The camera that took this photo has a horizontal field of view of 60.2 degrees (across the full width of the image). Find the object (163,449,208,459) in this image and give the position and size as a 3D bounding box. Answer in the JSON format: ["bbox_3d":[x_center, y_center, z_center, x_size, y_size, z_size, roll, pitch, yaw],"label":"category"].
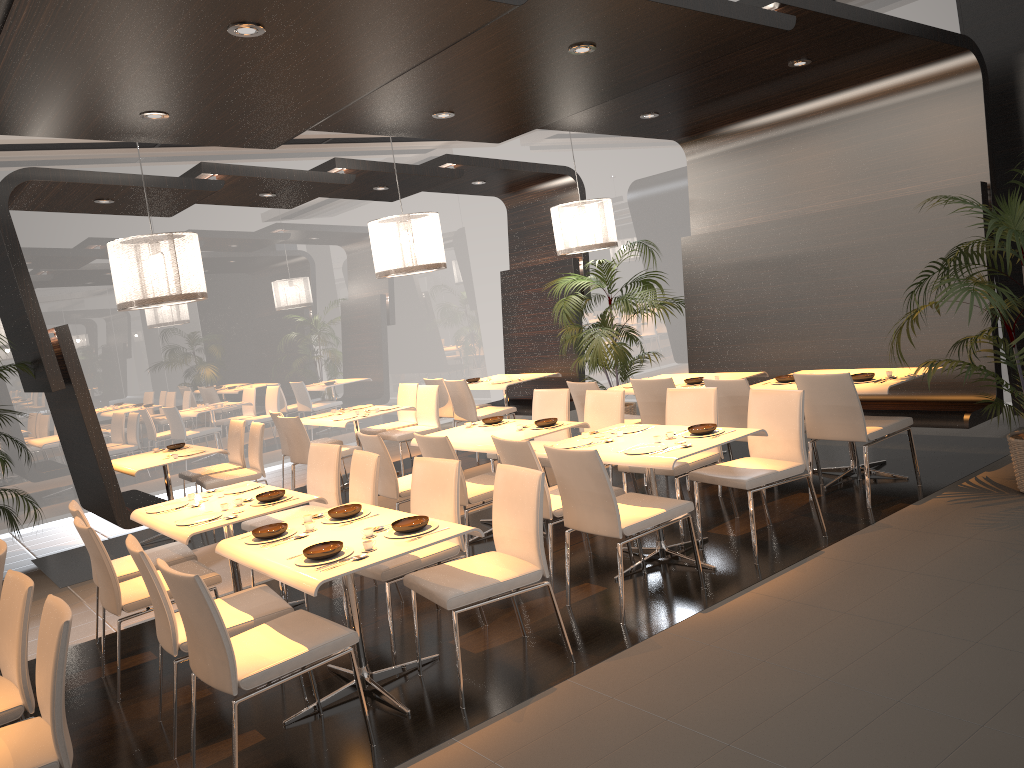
[{"bbox_3d":[-2.866,0.601,7.721,0.375,0.038,0.337,-3,8,42],"label":"object"}]

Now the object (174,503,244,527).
[{"bbox_3d":[-1.645,0.714,4.825,0.337,0.038,0.375,-14,8,-42],"label":"object"}]

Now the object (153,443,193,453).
[{"bbox_3d":[-3.159,0.592,8.217,0.306,0.044,0.364,-13,7,-37],"label":"object"}]

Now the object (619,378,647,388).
[{"bbox_3d":[1.151,-0.013,7.693,0.337,0.038,0.375,-14,8,-42],"label":"object"}]

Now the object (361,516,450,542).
[{"bbox_3d":[-0.484,0.630,3.888,0.306,0.044,0.364,-13,7,-37],"label":"object"}]

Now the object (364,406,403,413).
[{"bbox_3d":[-1.317,0.242,8.895,0.375,0.038,0.337,-3,8,42],"label":"object"}]

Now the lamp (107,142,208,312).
[{"bbox_3d":[-2.712,-1.533,6.489,0.628,1.926,0.627,-9,2,-8],"label":"lamp"}]

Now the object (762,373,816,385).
[{"bbox_3d":[2.080,-0.041,6.558,0.306,0.044,0.364,-13,7,-37],"label":"object"}]

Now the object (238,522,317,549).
[{"bbox_3d":[-1.101,0.695,4.170,0.306,0.044,0.364,-13,7,-37],"label":"object"}]

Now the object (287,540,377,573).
[{"bbox_3d":[-0.742,0.692,3.666,0.306,0.044,0.364,-13,7,-37],"label":"object"}]

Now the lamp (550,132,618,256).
[{"bbox_3d":[0.628,-2.308,9.015,0.627,1.926,0.627,-9,2,-4],"label":"lamp"}]

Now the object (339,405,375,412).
[{"bbox_3d":[-1.671,0.244,9.397,0.375,0.038,0.337,-3,8,42],"label":"object"}]

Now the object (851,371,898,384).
[{"bbox_3d":[2.449,-0.048,6.079,0.306,0.044,0.364,-13,7,-37],"label":"object"}]

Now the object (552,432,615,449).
[{"bbox_3d":[0.433,0.340,5.351,0.337,0.038,0.375,-14,8,-42],"label":"object"}]

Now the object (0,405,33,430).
[{"bbox_3d":[-5.175,0.685,7.536,1.556,2.055,1.514,-8,3,15],"label":"object"}]

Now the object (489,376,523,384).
[{"bbox_3d":[-0.049,-0.046,9.786,0.337,0.038,0.375,-14,8,-42],"label":"object"}]

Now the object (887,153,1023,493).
[{"bbox_3d":[3.092,-0.353,5.295,1.558,2.055,1.513,-8,3,9],"label":"object"}]

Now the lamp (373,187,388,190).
[{"bbox_3d":[-1.392,-2.087,9.366,0.162,0.055,0.161,-14,7,-42],"label":"lamp"}]

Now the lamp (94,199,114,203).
[{"bbox_3d":[-3.565,-1.610,7.725,0.161,0.054,0.160,-12,6,-31],"label":"lamp"}]

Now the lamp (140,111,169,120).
[{"bbox_3d":[-2.076,-1.571,5.128,0.161,0.050,0.160,-14,7,-42],"label":"lamp"}]

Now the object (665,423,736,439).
[{"bbox_3d":[1.054,0.271,5.072,0.306,0.044,0.364,-13,7,-37],"label":"object"}]

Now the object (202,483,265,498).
[{"bbox_3d":[-1.770,0.657,5.563,0.375,0.038,0.337,-3,8,42],"label":"object"}]

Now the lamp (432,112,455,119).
[{"bbox_3d":[-0.492,-1.938,6.326,0.162,0.050,0.161,-12,6,-31],"label":"lamp"}]

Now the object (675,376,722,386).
[{"bbox_3d":[1.532,-0.027,7.229,0.306,0.044,0.364,-13,7,-37],"label":"object"}]

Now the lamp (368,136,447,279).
[{"bbox_3d":[-1.029,-1.923,7.761,0.628,1.926,0.627,-9,2,-8],"label":"lamp"}]

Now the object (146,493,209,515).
[{"bbox_3d":[-2.010,0.719,5.317,0.337,0.038,0.375,-14,8,-42],"label":"object"}]

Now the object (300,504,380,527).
[{"bbox_3d":[-0.857,0.640,4.347,0.306,0.044,0.364,-13,7,-37],"label":"object"}]

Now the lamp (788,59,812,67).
[{"bbox_3d":[2.074,-2.329,6.377,0.162,0.050,0.161,-12,6,-31],"label":"lamp"}]

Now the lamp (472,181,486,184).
[{"bbox_3d":[-0.384,-2.320,10.128,0.162,0.055,0.161,-14,7,-42],"label":"lamp"}]

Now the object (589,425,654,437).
[{"bbox_3d":[0.669,0.283,5.553,0.375,0.038,0.337,-3,8,42],"label":"object"}]

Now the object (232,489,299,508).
[{"bbox_3d":[-1.415,0.652,5.053,0.306,0.044,0.364,-13,7,-37],"label":"object"}]

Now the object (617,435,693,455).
[{"bbox_3d":[0.798,0.335,4.860,0.337,0.038,0.375,-14,8,-42],"label":"object"}]

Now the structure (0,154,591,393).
[{"bbox_3d":[-1.857,-1.292,8.944,5.976,1.723,1.397,-13,5,-36],"label":"structure"}]

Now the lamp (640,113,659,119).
[{"bbox_3d":[1.177,-2.317,7.587,0.162,0.050,0.161,-12,6,-31],"label":"lamp"}]

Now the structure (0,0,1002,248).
[{"bbox_3d":[-1.468,-0.902,4.562,10.739,1.732,2.892,-13,6,-36],"label":"structure"}]

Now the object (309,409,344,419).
[{"bbox_3d":[-1.900,0.307,9.125,0.337,0.038,0.375,-14,8,-42],"label":"object"}]

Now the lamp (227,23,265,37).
[{"bbox_3d":[-1.179,-1.583,3.918,0.162,0.050,0.161,-12,6,-31],"label":"lamp"}]

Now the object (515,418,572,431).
[{"bbox_3d":[0.202,0.282,6.221,0.306,0.044,0.364,-13,7,-37],"label":"object"}]

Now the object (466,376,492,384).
[{"bbox_3d":[-0.412,-0.045,10.284,0.306,0.044,0.364,-13,7,-37],"label":"object"}]

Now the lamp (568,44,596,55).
[{"bbox_3d":[0.405,-1.950,5.115,0.162,0.050,0.161,-12,6,-31],"label":"lamp"}]

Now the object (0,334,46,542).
[{"bbox_3d":[-4.357,0.635,6.799,1.573,2.055,1.498,-12,4,-43],"label":"object"}]

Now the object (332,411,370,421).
[{"bbox_3d":[-1.562,0.308,8.619,0.337,0.038,0.375,-14,8,-42],"label":"object"}]

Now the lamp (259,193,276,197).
[{"bbox_3d":[-2.384,-1.856,8.616,0.162,0.055,0.161,-14,7,-42],"label":"lamp"}]

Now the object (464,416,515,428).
[{"bbox_3d":[-0.183,0.288,6.741,0.306,0.044,0.364,-13,7,-37],"label":"object"}]

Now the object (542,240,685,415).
[{"bbox_3d":[1.114,-0.466,9.308,1.512,2.055,1.559,-10,3,-23],"label":"object"}]
